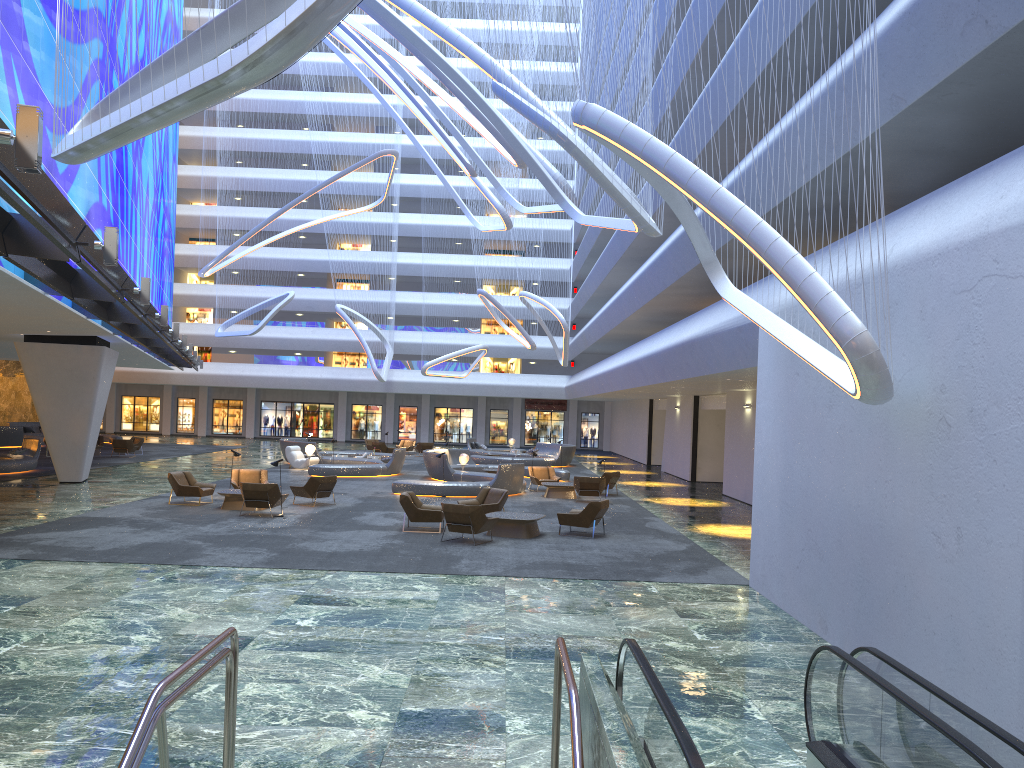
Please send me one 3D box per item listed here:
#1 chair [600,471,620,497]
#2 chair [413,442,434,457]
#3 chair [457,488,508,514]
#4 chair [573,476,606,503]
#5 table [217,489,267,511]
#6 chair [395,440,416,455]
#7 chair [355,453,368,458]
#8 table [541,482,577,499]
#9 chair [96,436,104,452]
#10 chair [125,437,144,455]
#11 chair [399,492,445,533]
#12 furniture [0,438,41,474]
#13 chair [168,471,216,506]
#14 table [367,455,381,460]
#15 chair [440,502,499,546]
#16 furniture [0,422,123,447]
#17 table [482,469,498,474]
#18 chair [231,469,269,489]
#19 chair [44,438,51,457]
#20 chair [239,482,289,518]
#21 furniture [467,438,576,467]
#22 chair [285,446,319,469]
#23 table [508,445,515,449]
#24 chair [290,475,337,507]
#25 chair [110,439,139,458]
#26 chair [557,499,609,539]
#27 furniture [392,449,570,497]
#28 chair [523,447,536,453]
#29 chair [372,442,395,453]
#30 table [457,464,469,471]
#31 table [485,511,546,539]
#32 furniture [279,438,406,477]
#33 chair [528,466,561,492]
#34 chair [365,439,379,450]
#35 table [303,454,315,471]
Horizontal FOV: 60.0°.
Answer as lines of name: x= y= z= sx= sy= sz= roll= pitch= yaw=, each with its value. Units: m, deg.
chair: x=2.861 y=3.128 z=27.983 sx=0.938 sy=0.767 sz=0.930 roll=2 pitch=-1 yaw=33
chair: x=-4.553 y=3.400 z=45.982 sx=0.930 sy=0.766 sz=0.938 roll=3 pitch=-1 yaw=-22
chair: x=-0.628 y=2.756 z=19.973 sx=0.939 sy=0.767 sz=0.929 roll=3 pitch=-1 yaw=-39
chair: x=2.228 y=3.030 z=25.527 sx=0.929 sy=0.766 sz=0.939 roll=2 pitch=-1 yaw=6
table: x=-6.343 y=2.759 z=21.120 sx=1.203 sy=0.392 sz=1.203 roll=2 pitch=-2 yaw=0
chair: x=-5.678 y=3.407 z=47.592 sx=0.929 sy=0.766 sz=0.939 roll=2 pitch=-1 yaw=18
chair: x=-7.029 y=3.209 z=38.348 sx=1.786 sy=0.501 sz=0.585 roll=3 pitch=-1 yaw=-37
table: x=1.471 y=3.221 z=26.809 sx=1.203 sy=0.392 sz=1.203 roll=2 pitch=-2 yaw=-1
chair: x=-18.571 y=2.677 z=39.228 sx=0.930 sy=0.766 sz=0.938 roll=3 pitch=-1 yaw=-27
chair: x=-16.854 y=2.739 z=39.194 sx=0.929 sy=0.766 sz=0.939 roll=1 pitch=-1 yaw=38
chair: x=-1.845 y=2.664 z=18.432 sx=0.938 sy=0.767 sz=0.930 roll=2 pitch=-1 yaw=1
furniture: x=-20.313 y=2.172 z=29.119 sx=9.923 sy=0.969 sz=5.189 roll=2 pitch=-2 yaw=16
chair: x=-7.812 y=2.539 z=21.574 sx=0.938 sy=0.767 sz=0.930 roll=2 pitch=-1 yaw=8
table: x=-5.884 y=3.295 z=38.241 sx=0.674 sy=0.406 sz=0.671 roll=3 pitch=-2 yaw=-38
chair: x=-0.851 y=2.658 z=17.031 sx=0.929 sy=0.766 sz=0.939 roll=2 pitch=-1 yaw=26
furniture: x=-24.392 y=2.488 z=44.505 sx=5.183 sy=0.969 sz=9.933 roll=2 pitch=-2 yaw=17
table: x=-0.476 y=3.310 z=32.119 sx=1.203 sy=0.392 sz=1.203 roll=2 pitch=-2 yaw=0
chair: x=-6.799 y=2.618 z=22.961 sx=0.930 sy=0.766 sz=0.938 roll=2 pitch=-1 yaw=-17
chair: x=-18.715 y=2.586 z=36.408 sx=0.939 sy=0.767 sz=0.929 roll=3 pitch=-1 yaw=-29
chair: x=-5.586 y=2.568 z=19.838 sx=0.929 sy=0.766 sz=0.939 roll=2 pitch=-1 yaw=6
furniture: x=0.342 y=3.423 z=45.179 sx=5.185 sy=0.969 sz=9.930 roll=2 pitch=-2 yaw=-4
chair: x=-8.109 y=2.856 z=34.294 sx=1.156 sy=0.882 sz=0.729 roll=2 pitch=-1 yaw=19
table: x=-0.045 y=3.775 z=50.363 sx=0.418 sy=0.595 sz=0.427 roll=2 pitch=0 yaw=-26
chair: x=-4.953 y=2.666 z=22.294 sx=0.938 sy=0.767 sz=0.930 roll=2 pitch=-1 yaw=33
chair: x=-16.341 y=2.701 z=37.298 sx=0.929 sy=0.766 sz=0.939 roll=2 pitch=-1 yaw=-2
chair: x=1.500 y=2.793 z=18.595 sx=0.938 sy=0.767 sz=0.930 roll=2 pitch=-1 yaw=24
furniture: x=-1.337 y=2.905 z=30.129 sx=5.183 sy=0.969 sz=9.933 roll=2 pitch=-2 yaw=16
chair: x=1.175 y=3.622 z=46.310 sx=0.938 sy=0.767 sz=0.930 roll=2 pitch=-1 yaw=33
chair: x=-6.484 y=3.279 z=44.339 sx=0.929 sy=0.766 sz=0.939 roll=1 pitch=-1 yaw=41
table: x=-1.740 y=3.118 z=31.066 sx=0.418 sy=0.595 sz=0.428 roll=2 pitch=0 yaw=-1
table: x=0.041 y=2.910 z=18.289 sx=1.202 sy=0.392 sz=1.204 roll=2 pitch=-2 yaw=18
furniture: x=-6.977 y=2.866 z=35.761 sx=5.186 sy=0.969 sz=9.928 roll=2 pitch=-2 yaw=-8
chair: x=1.014 y=3.080 z=28.650 sx=0.930 sy=0.766 sz=0.938 roll=2 pitch=-1 yaw=-17
chair: x=-7.304 y=3.330 z=47.041 sx=0.938 sy=0.767 sz=0.930 roll=1 pitch=-1 yaw=43
table: x=-7.667 y=2.972 z=33.471 sx=0.418 sy=0.595 sz=0.427 roll=2 pitch=0 yaw=-26
